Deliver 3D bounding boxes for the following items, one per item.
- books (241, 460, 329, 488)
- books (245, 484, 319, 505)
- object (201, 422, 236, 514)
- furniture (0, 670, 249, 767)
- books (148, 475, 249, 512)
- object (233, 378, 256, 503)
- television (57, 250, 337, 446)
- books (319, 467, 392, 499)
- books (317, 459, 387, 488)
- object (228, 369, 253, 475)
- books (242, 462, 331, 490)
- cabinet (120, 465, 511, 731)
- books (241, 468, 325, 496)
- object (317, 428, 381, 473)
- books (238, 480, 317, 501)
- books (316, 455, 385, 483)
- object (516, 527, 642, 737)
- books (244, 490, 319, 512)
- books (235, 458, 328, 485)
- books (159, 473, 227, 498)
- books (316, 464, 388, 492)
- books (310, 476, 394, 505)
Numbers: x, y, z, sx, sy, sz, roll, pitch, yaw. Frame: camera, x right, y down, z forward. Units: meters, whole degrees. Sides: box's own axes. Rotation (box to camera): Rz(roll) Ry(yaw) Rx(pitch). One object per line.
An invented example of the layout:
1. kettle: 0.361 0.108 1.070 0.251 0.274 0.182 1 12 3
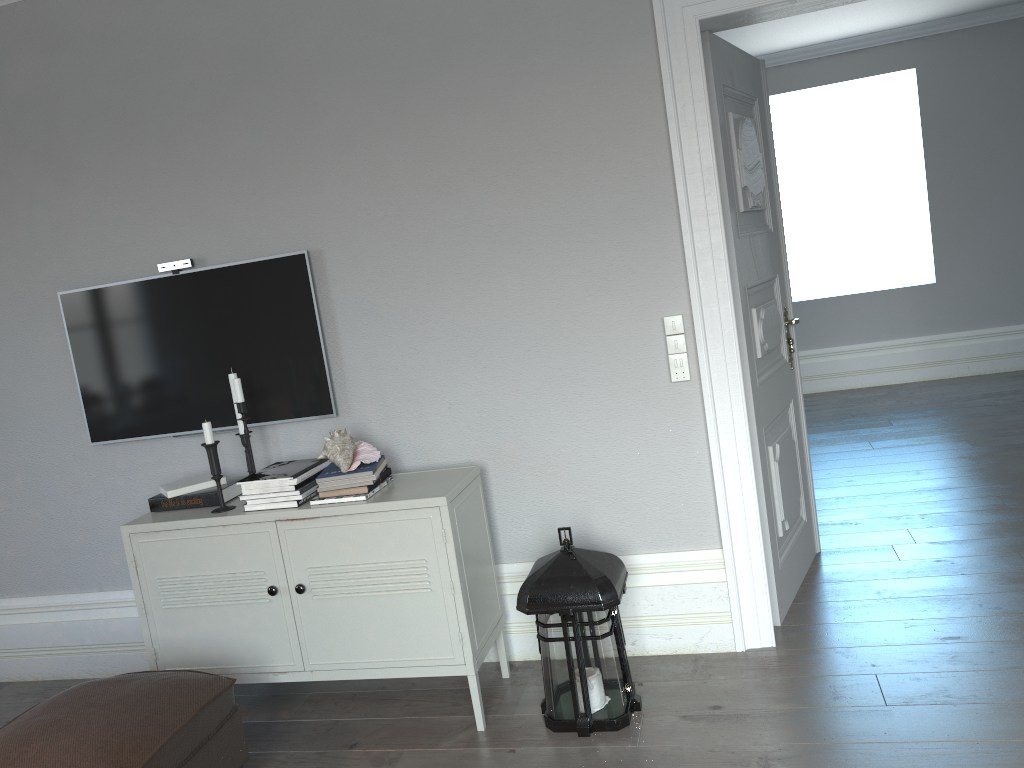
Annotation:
1. books: -0.752 0.296 2.957 0.196 0.010 0.260 -7 8 13
2. books: -0.739 0.352 2.964 0.200 0.016 0.254 -7 8 12
3. object: -0.985 0.270 2.940 0.083 0.311 0.083 -10 7 -8
4. furniture: -1.065 1.058 2.338 0.574 0.439 0.584 -7 8 15
5. books: -1.102 0.389 3.148 0.276 0.049 0.218 -7 8 14
6. object: -0.894 0.185 3.001 0.092 0.431 0.092 -12 8 -26
7. television: -1.194 -0.135 3.337 1.063 0.657 0.041 -7 7 14
8. books: -0.516 0.325 2.927 0.175 0.027 0.238 -7 8 11
9. books: -0.519 0.291 2.905 0.184 0.017 0.235 -9 7 2
10. object: -0.937 0.167 3.096 0.066 0.457 0.066 -11 7 -18
11. books: -0.748 0.305 2.963 0.196 0.010 0.265 -7 8 14
12. cabinet: -0.653 0.747 3.017 1.152 0.756 0.408 -7 7 14
13. books: -0.750 0.320 2.961 0.200 0.019 0.251 -7 8 16
14. object: -0.543 0.208 2.902 0.192 0.127 0.194 -8 7 8
15. books: -0.748 0.336 2.973 0.222 0.016 0.271 -7 8 14
16. books: -0.526 0.277 2.904 0.184 0.014 0.235 -9 7 2
17. object: 0.205 0.729 2.747 0.323 0.598 0.323 -7 7 14
18. books: -0.741 0.370 2.977 0.200 0.022 0.271 -7 8 16
19. books: -0.759 0.288 2.960 0.212 0.008 0.263 -7 8 16
20. books: -1.133 0.357 3.145 0.200 0.024 0.161 -13 9 -31
21. books: -0.521 0.307 2.911 0.184 0.014 0.235 -8 7 4
22. books: -0.524 0.348 2.916 0.196 0.014 0.244 -7 8 14
